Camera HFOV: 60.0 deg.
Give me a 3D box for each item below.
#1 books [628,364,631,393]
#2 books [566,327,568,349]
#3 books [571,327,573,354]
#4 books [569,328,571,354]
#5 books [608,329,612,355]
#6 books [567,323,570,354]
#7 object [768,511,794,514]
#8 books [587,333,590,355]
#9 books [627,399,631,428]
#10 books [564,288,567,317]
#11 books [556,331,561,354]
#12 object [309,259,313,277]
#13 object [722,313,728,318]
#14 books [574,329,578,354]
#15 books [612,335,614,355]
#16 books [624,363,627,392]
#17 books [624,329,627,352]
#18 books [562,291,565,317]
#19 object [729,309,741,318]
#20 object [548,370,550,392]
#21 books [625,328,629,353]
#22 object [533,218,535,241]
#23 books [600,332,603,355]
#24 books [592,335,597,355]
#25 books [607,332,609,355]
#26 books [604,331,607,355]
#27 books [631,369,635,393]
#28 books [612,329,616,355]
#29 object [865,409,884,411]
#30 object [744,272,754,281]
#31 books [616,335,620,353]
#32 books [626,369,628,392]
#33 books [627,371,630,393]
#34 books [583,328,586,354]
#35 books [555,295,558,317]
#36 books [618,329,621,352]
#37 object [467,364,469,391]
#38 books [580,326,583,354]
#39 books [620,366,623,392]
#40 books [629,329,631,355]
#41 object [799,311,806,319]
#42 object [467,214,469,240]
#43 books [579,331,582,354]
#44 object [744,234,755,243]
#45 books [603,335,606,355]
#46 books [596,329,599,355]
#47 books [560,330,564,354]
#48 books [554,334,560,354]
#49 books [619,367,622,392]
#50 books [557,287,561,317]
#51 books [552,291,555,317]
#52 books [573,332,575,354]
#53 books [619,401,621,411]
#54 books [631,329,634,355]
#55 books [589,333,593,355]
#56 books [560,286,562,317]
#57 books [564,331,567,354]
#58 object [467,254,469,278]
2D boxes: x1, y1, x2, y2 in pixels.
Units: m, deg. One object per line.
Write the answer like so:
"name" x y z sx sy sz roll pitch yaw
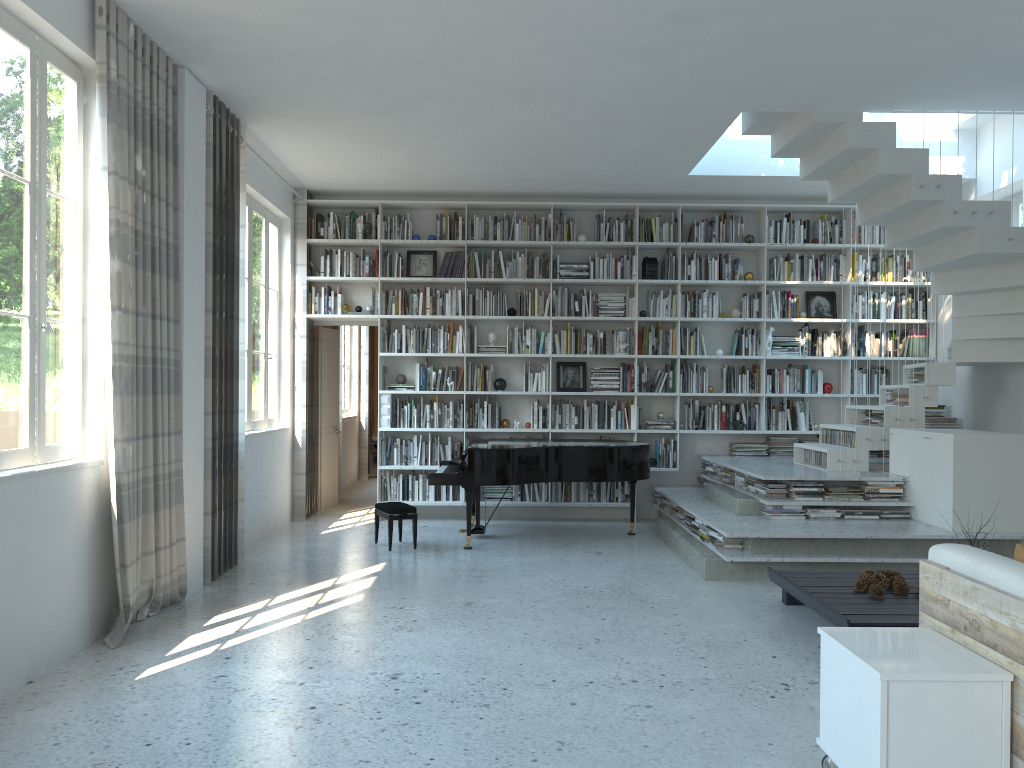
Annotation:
"books" 1.174 -0.055 8.865 0.011 0.279 0.186 0 0 -1
"books" 0.546 -0.429 8.881 0.010 0.284 0.136 0 0 -1
"books" 0.595 -0.427 8.853 0.010 0.281 0.170 0 0 -1
"books" 0.573 -0.421 8.838 0.015 0.266 0.189 0 0 -1
"books" 0.977 -0.413 8.863 0.025 0.258 0.150 0 0 -1
"books" 0.559 -0.446 8.838 0.014 0.317 0.188 0 0 -1
"object" 2.047 0.969 6.717 0.204 0.004 0.140 0 0 2
"books" 0.753 -0.394 8.863 0.024 0.216 0.175 0 0 -1
"books" 1.172 0.301 8.881 0.011 0.300 0.149 0 0 -1
"books" 0.534 -0.803 8.867 0.029 0.295 0.151 0 0 -1
"books" 0.464 -0.409 8.865 0.042 0.242 0.162 0 0 -1
"object" -2.017 -1.190 8.825 0.035 0.295 0.176 0 0 -1
"object" 2.117 -0.678 8.850 0.068 0.068 0.068 0 0 -23
"books" 0.638 -0.416 8.882 0.028 0.259 0.134 0 0 -1
"books" 0.999 -0.387 8.880 0.022 0.206 0.114 0 0 -1
"books" 1.129 -0.059 8.877 0.011 0.288 0.152 0 0 -1
"books" 1.128 -0.412 8.871 0.025 0.259 0.130 0 0 -1
"books" 0.507 -0.789 8.849 0.025 0.266 0.185 0 0 -1
"object" 2.232 -0.698 8.874 0.111 0.113 0.111 0 0 -23
"object" 0.366 -0.029 8.888 0.017 0.216 0.103 0 0 -1
"books" 1.153 -0.422 8.882 0.025 0.279 0.108 0 0 -1
"object" 0.216 -1.516 8.860 0.010 0.247 0.157 0 0 -1
"books" 0.884 -0.397 8.853 0.029 0.224 0.185 0 0 -1
"books" 0.820 -0.384 8.877 0.050 0.199 0.145 0 0 -1
"books" 0.952 -0.399 8.882 0.025 0.230 0.143 0 0 -1
"books" 0.934 -0.407 8.845 0.012 0.245 0.186 0 0 -1
"books" 1.196 -0.029 8.856 0.034 0.229 0.199 0 0 -1
"books" 1.022 -0.413 8.874 0.024 0.259 0.126 0 0 -1
"object" 3.256 0.230 7.896 0.161 0.025 0.174 0 0 3
"object" 2.348 -1.059 8.792 0.100 0.102 0.100 0 0 -23
"books" 1.051 -0.384 8.872 0.035 0.201 0.149 0 0 -1
"books" 1.141 -0.031 8.884 0.013 0.232 0.134 0 0 -1
"books" 1.158 -0.024 8.883 0.021 0.217 0.132 0 0 -1
"books" 0.717 -0.420 8.849 0.028 0.268 0.190 0 0 -1
"books" 0.440 -0.771 8.874 0.027 0.228 0.147 0 0 -1
"books" 1.076 -0.415 8.881 0.014 0.263 0.135 0 0 -1
"object" -0.438 -0.063 8.875 0.012 0.270 0.130 0 0 -1
"books" 0.696 -0.428 8.863 0.013 0.283 0.176 0 0 -1
"books" 1.095 -0.046 8.867 0.011 0.261 0.184 0 0 -1
"books" 1.172 -0.415 8.866 0.014 0.266 0.154 0 0 -1
"object" 2.890 -0.683 8.854 0.091 0.092 0.091 1 0 -42
"object" -0.438 -1.540 8.856 0.012 0.285 0.159 0 0 -1
"books" 0.677 -0.404 8.870 0.025 0.236 0.137 0 0 -1
"object" 2.351 -1.428 8.784 0.104 0.105 0.104 1 0 -42
"books" 0.913 -0.385 8.856 0.029 0.200 0.178 0 0 -1
"books" 0.853 -0.414 8.868 0.014 0.258 0.161 0 0 -1
"books" 0.499 -0.412 8.875 0.026 0.248 0.139 0 0 -1
"books" 0.446 -0.392 8.854 0.053 0.208 0.156 0 0 -1
"books" 1.083 -0.043 8.869 0.012 0.254 0.161 0 0 -1
"books" 0.467 -0.805 8.856 0.026 0.297 0.179 0 0 -1
"books" 0.414 -0.790 8.858 0.026 0.267 0.170 0 0 -1
"books" 0.612 -0.401 8.876 0.024 0.228 0.147 0 0 -1
"books" 1.081 0.309 8.890 0.010 0.284 0.132 0 0 -1
"books" 1.205 -0.414 8.886 0.023 0.265 0.107 0 0 -1
"books" 0.781 -0.393 8.865 0.030 0.215 0.168 0 0 -1
"books" 0.487 -0.813 8.875 0.014 0.313 0.133 0 0 -1
"books" 0.526 -0.407 8.869 0.029 0.240 0.155 0 0 -1
"object" -0.441 -1.157 8.858 0.012 0.254 0.161 0 0 -1
